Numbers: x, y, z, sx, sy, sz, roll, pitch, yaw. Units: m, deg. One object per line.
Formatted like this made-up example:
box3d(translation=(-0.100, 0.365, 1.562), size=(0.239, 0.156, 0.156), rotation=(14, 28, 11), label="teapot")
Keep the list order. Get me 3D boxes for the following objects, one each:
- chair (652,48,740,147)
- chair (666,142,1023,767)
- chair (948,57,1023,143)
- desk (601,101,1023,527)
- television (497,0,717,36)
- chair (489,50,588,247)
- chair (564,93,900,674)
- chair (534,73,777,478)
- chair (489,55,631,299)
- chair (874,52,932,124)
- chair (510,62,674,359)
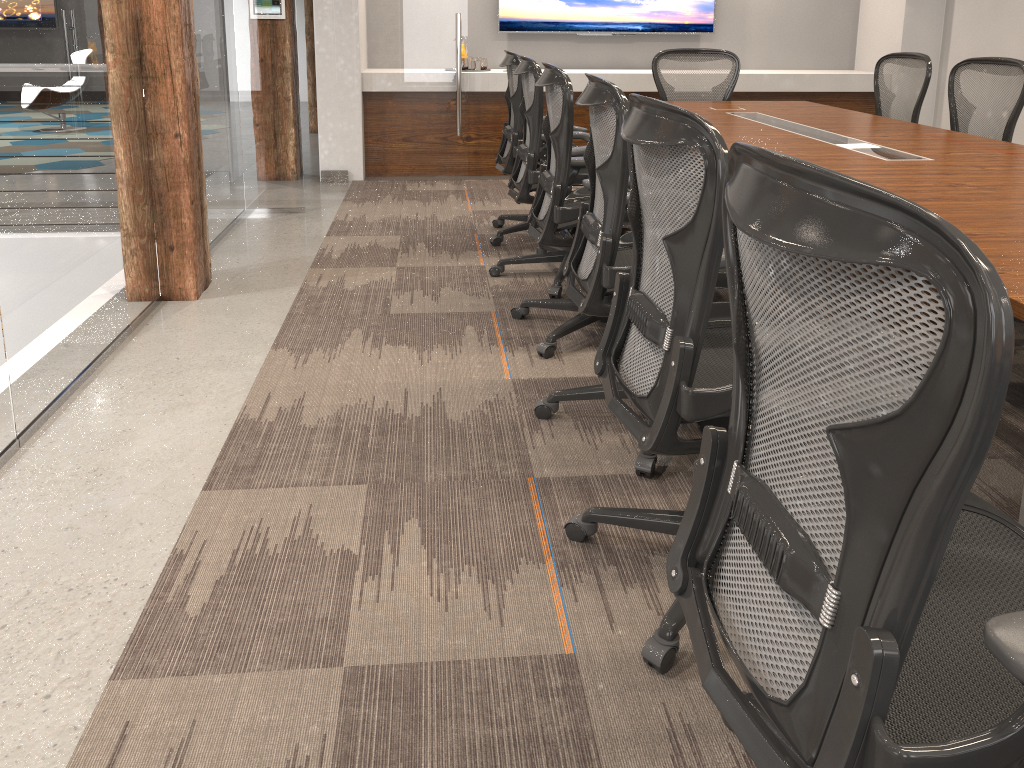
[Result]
box3d(translation=(1.250, -1.599, 5.591), size=(0.775, 1.040, 0.827), rotation=(-6, 18, -21), label="chair")
box3d(translation=(0.541, 0.234, 1.129), size=(0.798, 1.040, 0.803), rotation=(-7, 18, -23), label="chair")
box3d(translation=(2.127, -1.107, 4.414), size=(0.762, 1.039, 0.841), rotation=(2, 17, 5), label="chair")
box3d(translation=(1.478, -0.249, 2.721), size=(1.403, 0.717, 6.373), rotation=(-1, 22, -5), label="desk")
box3d(translation=(0.826, -3.544, 7.449), size=(1.908, 1.058, 0.068), rotation=(-2, 13, -5), label="television")
box3d(translation=(0.259, -1.373, 5.023), size=(0.762, 1.039, 0.842), rotation=(1, 17, 0), label="chair")
box3d(translation=(0.556, -0.084, 1.900), size=(0.764, 1.039, 0.840), rotation=(-4, 17, -16), label="chair")
box3d(translation=(0.472, -0.415, 2.702), size=(0.796, 1.040, 0.805), rotation=(-5, 17, -19), label="chair")
box3d(translation=(0.285, -1.062, 4.269), size=(0.797, 1.040, 0.804), rotation=(-6, 18, -21), label="chair")
box3d(translation=(2.048, -1.428, 5.190), size=(0.761, 1.039, 0.843), rotation=(-1, 17, -4), label="chair")
box3d(translation=(0.416, -0.729, 3.464), size=(0.762, 1.039, 0.841), rotation=(-3, 17, -12), label="chair")
